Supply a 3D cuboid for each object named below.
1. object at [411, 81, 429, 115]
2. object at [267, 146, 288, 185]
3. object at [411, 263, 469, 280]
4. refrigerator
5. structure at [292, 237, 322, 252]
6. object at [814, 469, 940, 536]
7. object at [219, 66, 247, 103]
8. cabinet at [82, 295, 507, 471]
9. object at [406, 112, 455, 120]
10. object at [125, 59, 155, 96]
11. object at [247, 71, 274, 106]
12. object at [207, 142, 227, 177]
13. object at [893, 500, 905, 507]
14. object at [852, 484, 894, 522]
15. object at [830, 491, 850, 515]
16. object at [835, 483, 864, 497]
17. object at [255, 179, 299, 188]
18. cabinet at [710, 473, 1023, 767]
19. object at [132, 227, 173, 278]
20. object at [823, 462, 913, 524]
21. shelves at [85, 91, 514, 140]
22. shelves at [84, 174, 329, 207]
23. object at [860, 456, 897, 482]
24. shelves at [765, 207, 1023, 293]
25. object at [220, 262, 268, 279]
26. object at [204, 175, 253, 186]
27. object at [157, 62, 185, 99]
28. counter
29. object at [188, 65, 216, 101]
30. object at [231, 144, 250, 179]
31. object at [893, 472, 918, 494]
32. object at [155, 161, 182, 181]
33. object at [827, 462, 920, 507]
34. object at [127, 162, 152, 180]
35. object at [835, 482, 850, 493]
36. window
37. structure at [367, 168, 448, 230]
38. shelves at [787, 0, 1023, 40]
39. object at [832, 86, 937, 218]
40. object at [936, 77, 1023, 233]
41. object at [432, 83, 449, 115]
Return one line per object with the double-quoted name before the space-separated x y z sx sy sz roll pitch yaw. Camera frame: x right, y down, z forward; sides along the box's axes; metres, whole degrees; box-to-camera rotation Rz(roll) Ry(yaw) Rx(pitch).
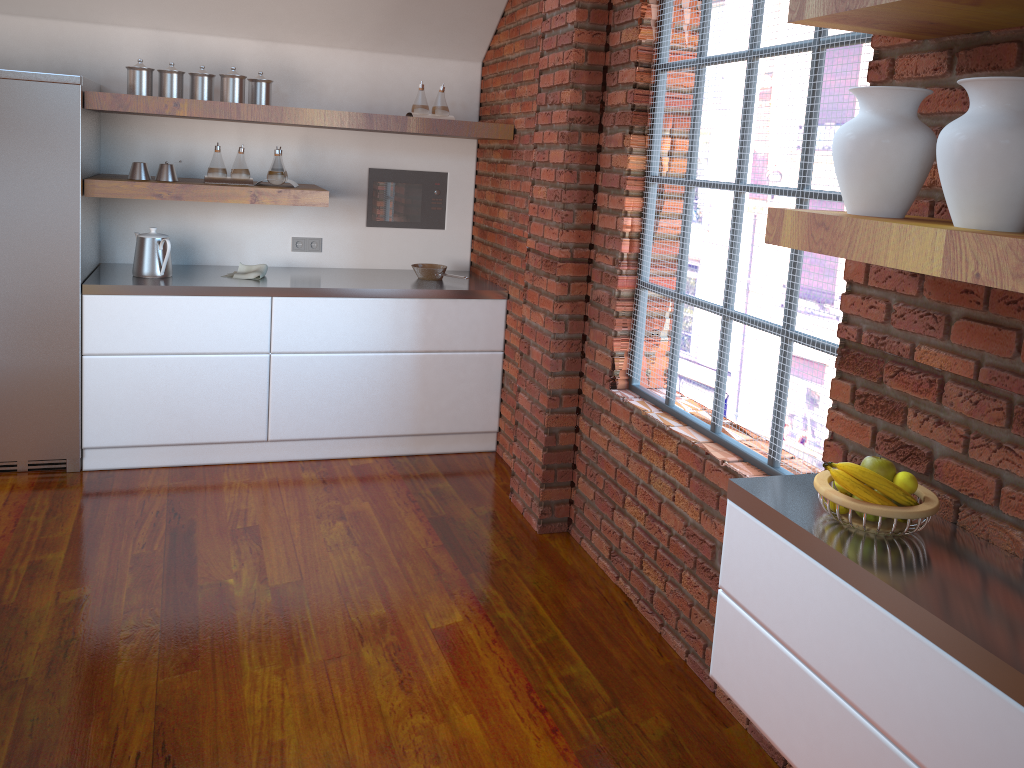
"object" -0.473 -1.474 4.565 0.093 0.188 0.095 3 9 -7
"object" -1.176 -1.097 4.420 0.093 0.189 0.207 2 11 -10
"object" -0.402 -0.584 4.695 0.195 0.073 0.354 -7 18 -37
"refrigerator" -2.434 -0.535 4.036 0.911 1.743 0.796 1 9 -19
"structure" -1.140 -0.774 4.878 0.160 0.079 0.033 -1 10 -19
"object" 0.729 0.244 1.773 0.237 0.070 0.239 11 16 27
"object" -1.332 -1.426 4.201 0.127 0.174 0.131 -1 11 -24
"cabinet" -1.101 -0.111 4.599 1.982 0.804 0.727 -1 12 -19
"object" -0.428 -1.394 4.595 0.223 0.032 0.199 -2 15 -20
"object" -1.739 -1.431 4.114 0.127 0.174 0.131 -1 11 -24
"object" -1.253 -1.467 4.378 0.127 0.174 0.131 -1 11 -24
"object" -1.437 -1.082 4.295 0.093 0.188 0.095 3 9 -7
"object" 0.770 0.235 1.789 0.070 0.068 0.070 2 11 -10
"object" 0.716 0.237 1.748 0.077 0.064 0.077 7 12 14
"object" 0.665 0.240 1.782 0.046 0.045 0.056 7 12 13
"object" 0.708 0.217 1.821 0.073 0.074 0.075 -7 15 -43
"object" -1.181 -1.015 4.430 0.195 0.032 0.229 1 14 -9
"cabinet" 0.885 0.653 1.295 0.337 0.465 1.659 0 14 -19
"object" -1.737 -0.637 4.237 0.302 0.234 0.184 6 11 12
"object" 0.694 0.221 1.715 0.177 0.093 0.065 8 11 18
"shelves" -1.031 -1.344 4.459 1.976 0.075 0.670 -1 15 -19
"shelves" -1.487 -0.962 4.362 1.065 0.075 0.670 -1 15 -19
"object" 0.742 0.179 1.782 0.069 0.060 0.070 3 12 -3
"shelves" 0.939 -0.136 1.190 0.337 0.075 1.571 -1 15 -18
"object" -1.337 -0.571 4.417 0.204 0.060 0.200 5 14 3
"object" -1.393 -1.002 4.325 0.223 0.032 0.199 -2 15 -20
"object" -1.619 -1.440 4.179 0.127 0.174 0.131 -1 11 -24
"counter" -1.073 -0.531 4.541 1.982 0.043 0.731 -1 15 -19
"object" -1.496 -1.449 4.246 0.127 0.174 0.131 -1 11 -24
"object" -1.336 -1.085 4.333 0.094 0.189 0.094 8 10 24
"object" 0.782 0.198 1.750 0.047 0.045 0.055 8 13 22
"object" -1.654 -1.024 4.213 0.107 0.098 0.107 9 12 22
"object" 0.712 0.202 1.723 0.184 0.083 0.067 8 11 18
"object" -1.767 -1.012 4.176 0.106 0.080 0.108 6 12 9
"object" 0.679 0.193 1.781 0.051 0.052 0.045 -3 12 -30
"window" 3.886 0.418 0.368 3.633 9.723 17.787 -1 13 -29
"structure" -0.594 -1.052 5.019 0.456 0.329 0.013 0 9 -19
"shelves" 0.968 -0.578 1.130 0.337 0.075 1.571 -1 15 -18
"object" 0.736 -0.457 1.747 0.193 0.245 0.195 8 11 20
"object" 0.823 -0.385 1.489 0.195 0.245 0.193 13 14 42
"object" -0.371 -1.477 4.604 0.094 0.189 0.094 8 10 24
